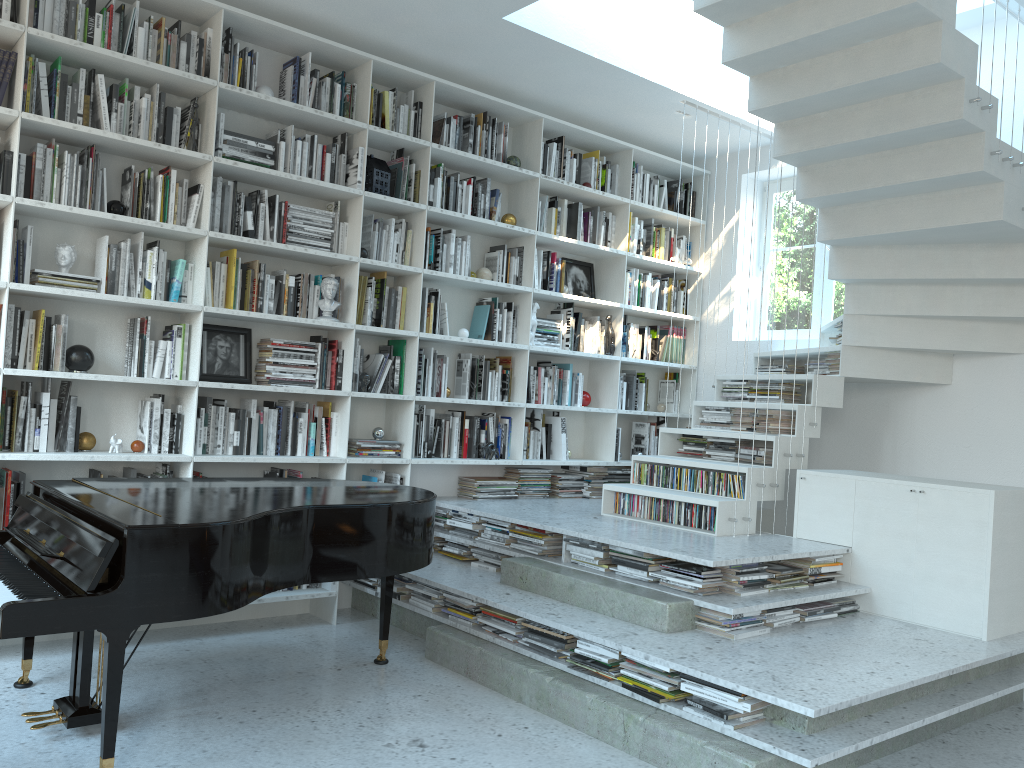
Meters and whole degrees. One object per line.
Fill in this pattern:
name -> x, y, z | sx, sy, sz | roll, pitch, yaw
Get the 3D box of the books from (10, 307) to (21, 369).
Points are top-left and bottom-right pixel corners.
books -> -2.250, -0.205, 3.993 | 0.026, 0.275, 0.154 | 4, -1, -39

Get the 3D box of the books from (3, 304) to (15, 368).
books -> -2.266, -0.212, 3.973 | 0.025, 0.284, 0.145 | 4, -1, -39

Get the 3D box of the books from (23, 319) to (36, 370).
books -> -2.201, -0.178, 4.029 | 0.025, 0.228, 0.153 | 4, -1, -39

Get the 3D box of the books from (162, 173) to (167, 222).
books -> -1.739, -0.897, 4.379 | 0.004, 0.265, 0.141 | 4, -1, -39

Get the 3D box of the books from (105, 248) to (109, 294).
books -> -1.954, -0.527, 4.225 | 0.010, 0.232, 0.154 | 4, -1, -39

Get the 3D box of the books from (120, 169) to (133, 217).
books -> -1.867, -0.902, 4.285 | 0.005, 0.254, 0.161 | 4, -1, -39

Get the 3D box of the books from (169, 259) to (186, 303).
books -> -1.690, -0.503, 4.420 | 0.060, 0.227, 0.179 | 4, -1, -39

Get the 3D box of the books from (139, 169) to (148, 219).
books -> -1.816, -0.904, 4.330 | 0.009, 0.266, 0.149 | 4, -1, -39

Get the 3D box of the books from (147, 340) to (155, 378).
books -> -1.806, -0.121, 4.368 | 0.030, 0.183, 0.154 | 4, -1, -39

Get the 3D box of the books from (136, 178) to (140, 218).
books -> -1.843, -0.881, 4.302 | 0.013, 0.216, 0.149 | 4, -1, -39

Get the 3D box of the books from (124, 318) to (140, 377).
books -> -1.849, -0.177, 4.316 | 0.012, 0.285, 0.159 | 4, -1, -39

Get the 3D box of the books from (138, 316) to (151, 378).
books -> -1.814, -0.180, 4.350 | 0.012, 0.298, 0.166 | 4, -1, -39

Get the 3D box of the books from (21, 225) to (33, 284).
books -> -2.204, -0.571, 4.016 | 0.021, 0.278, 0.136 | 4, -1, -39

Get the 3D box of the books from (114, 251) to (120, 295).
books -> -1.925, -0.522, 4.263 | 0.024, 0.227, 0.137 | 4, -1, -39

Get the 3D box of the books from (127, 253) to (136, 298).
books -> -1.864, -0.516, 4.299 | 0.048, 0.224, 0.149 | 4, -1, -39

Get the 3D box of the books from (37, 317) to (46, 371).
books -> -2.165, -0.183, 4.058 | 0.014, 0.244, 0.153 | 4, -1, -39

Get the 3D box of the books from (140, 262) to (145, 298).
books -> -1.833, -0.495, 4.333 | 0.025, 0.189, 0.140 | 4, -1, -39

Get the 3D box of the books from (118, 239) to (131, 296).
books -> -1.875, -0.548, 4.268 | 0.012, 0.286, 0.167 | 4, -1, -39

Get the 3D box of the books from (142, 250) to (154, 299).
books -> -1.798, -0.522, 4.336 | 0.028, 0.247, 0.170 | 4, -1, -39

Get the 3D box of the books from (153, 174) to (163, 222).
books -> -1.753, -0.888, 4.338 | 0.013, 0.243, 0.188 | 4, -1, -39

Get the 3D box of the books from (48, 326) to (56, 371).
books -> -2.133, -0.162, 4.080 | 0.011, 0.208, 0.180 | 4, -1, -39

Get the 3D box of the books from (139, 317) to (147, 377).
books -> -1.825, -0.178, 4.345 | 0.011, 0.291, 0.155 | 4, -1, -39

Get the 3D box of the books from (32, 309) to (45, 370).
books -> -2.167, -0.199, 4.029 | 0.026, 0.274, 0.190 | 4, -1, -39

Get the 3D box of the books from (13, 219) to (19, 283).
books -> -2.252, -0.585, 3.998 | 0.011, 0.298, 0.135 | 4, -1, -39

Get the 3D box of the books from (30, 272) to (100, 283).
books -> -2.085, -0.489, 4.117 | 0.285, 0.012, 0.159 | 5, -2, -37

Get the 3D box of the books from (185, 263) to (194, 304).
books -> -1.649, -0.494, 4.481 | 0.026, 0.217, 0.126 | 4, -1, -39

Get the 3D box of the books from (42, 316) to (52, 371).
books -> -2.159, -0.184, 4.084 | 0.028, 0.247, 0.142 | 4, -1, -39

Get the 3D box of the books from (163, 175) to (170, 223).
books -> -1.732, -0.890, 4.378 | 0.006, 0.253, 0.180 | 4, -1, -39

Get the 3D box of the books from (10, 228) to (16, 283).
books -> -2.255, -0.566, 3.973 | 0.024, 0.257, 0.134 | 4, -1, -39

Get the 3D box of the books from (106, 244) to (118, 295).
books -> -1.926, -0.533, 4.224 | 0.030, 0.247, 0.174 | 4, -1, -39

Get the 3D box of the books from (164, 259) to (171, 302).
books -> -1.739, -0.502, 4.411 | 0.026, 0.219, 0.150 | 4, -1, -39

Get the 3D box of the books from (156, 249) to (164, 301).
books -> -1.760, -0.525, 4.366 | 0.023, 0.260, 0.170 | 4, -1, -39

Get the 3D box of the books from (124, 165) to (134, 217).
books -> -1.864, -0.912, 4.297 | 0.012, 0.276, 0.129 | 4, -1, -39

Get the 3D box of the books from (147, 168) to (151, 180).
books -> -1.799, -0.907, 4.330 | 0.005, 0.275, 0.157 | 4, -1, -39

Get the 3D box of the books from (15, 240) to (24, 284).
books -> -2.231, -0.539, 4.003 | 0.034, 0.209, 0.136 | 4, -1, -39

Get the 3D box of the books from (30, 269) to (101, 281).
books -> -2.081, -0.501, 4.113 | 0.285, 0.012, 0.159 | 5, -2, -43

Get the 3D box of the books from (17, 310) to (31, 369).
books -> -2.222, -0.197, 4.007 | 0.036, 0.263, 0.166 | 4, -1, -39

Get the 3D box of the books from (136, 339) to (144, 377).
books -> -1.835, -0.126, 4.324 | 0.025, 0.186, 0.154 | 4, -1, -39

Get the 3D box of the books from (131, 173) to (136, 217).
books -> -1.857, -0.893, 4.299 | 0.005, 0.239, 0.145 | 4, -1, -39

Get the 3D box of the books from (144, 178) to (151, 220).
books -> -1.791, -0.877, 4.310 | 0.006, 0.216, 0.181 | 4, -1, -39

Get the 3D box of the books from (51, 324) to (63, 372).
books -> -2.115, -0.165, 4.090 | 0.028, 0.216, 0.175 | 4, -1, -39

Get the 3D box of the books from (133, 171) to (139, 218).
books -> -1.838, -0.893, 4.284 | 0.005, 0.240, 0.173 | 4, -1, -39

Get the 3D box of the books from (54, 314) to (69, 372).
books -> -2.102, -0.188, 4.119 | 0.028, 0.266, 0.144 | 4, -1, -39

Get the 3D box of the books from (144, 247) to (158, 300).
books -> -1.776, -0.530, 4.341 | 0.012, 0.265, 0.192 | 4, -1, -39

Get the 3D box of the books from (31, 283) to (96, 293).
books -> -2.090, -0.441, 4.120 | 0.254, 0.012, 0.161 | 5, -2, -39

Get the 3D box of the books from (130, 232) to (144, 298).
books -> -1.832, -0.566, 4.312 | 0.010, 0.329, 0.173 | 4, -1, -39

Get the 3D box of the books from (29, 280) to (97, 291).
books -> -2.084, -0.453, 4.113 | 0.254, 0.012, 0.161 | 5, -2, -43

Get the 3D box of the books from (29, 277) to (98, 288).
books -> -2.082, -0.465, 4.112 | 0.254, 0.012, 0.161 | 5, -2, -44

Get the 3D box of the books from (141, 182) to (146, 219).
books -> -1.820, -0.871, 4.316 | 0.011, 0.200, 0.162 | 4, -1, -39

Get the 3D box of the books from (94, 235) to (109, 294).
books -> -1.952, -0.554, 4.208 | 0.012, 0.285, 0.159 | 4, -1, -39

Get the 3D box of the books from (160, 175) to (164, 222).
books -> -1.748, -0.891, 4.373 | 0.017, 0.253, 0.139 | 4, -1, -39

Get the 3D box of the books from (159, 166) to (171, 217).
books -> -1.727, -0.915, 4.384 | 0.006, 0.303, 0.165 | 4, -1, -39

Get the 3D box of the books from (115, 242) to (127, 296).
books -> -1.896, -0.540, 4.266 | 0.022, 0.267, 0.151 | 4, -1, -39

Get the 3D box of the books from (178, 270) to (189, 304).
books -> -1.669, -0.478, 4.462 | 0.027, 0.181, 0.142 | 4, -1, -39

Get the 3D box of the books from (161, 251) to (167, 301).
books -> -1.756, -0.523, 4.396 | 0.022, 0.256, 0.152 | 4, -1, -39

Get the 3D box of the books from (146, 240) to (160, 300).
books -> -1.771, -0.547, 4.355 | 0.011, 0.300, 0.178 | 4, -1, -39

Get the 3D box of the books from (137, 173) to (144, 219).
books -> -1.819, -0.889, 4.288 | 0.005, 0.236, 0.178 | 4, -1, -39

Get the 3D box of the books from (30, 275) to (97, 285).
books -> -2.084, -0.477, 4.115 | 0.254, 0.012, 0.161 | 5, -2, -42

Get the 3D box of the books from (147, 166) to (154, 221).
books -> -1.791, -0.912, 4.351 | 0.033, 0.287, 0.155 | 4, -1, -39
